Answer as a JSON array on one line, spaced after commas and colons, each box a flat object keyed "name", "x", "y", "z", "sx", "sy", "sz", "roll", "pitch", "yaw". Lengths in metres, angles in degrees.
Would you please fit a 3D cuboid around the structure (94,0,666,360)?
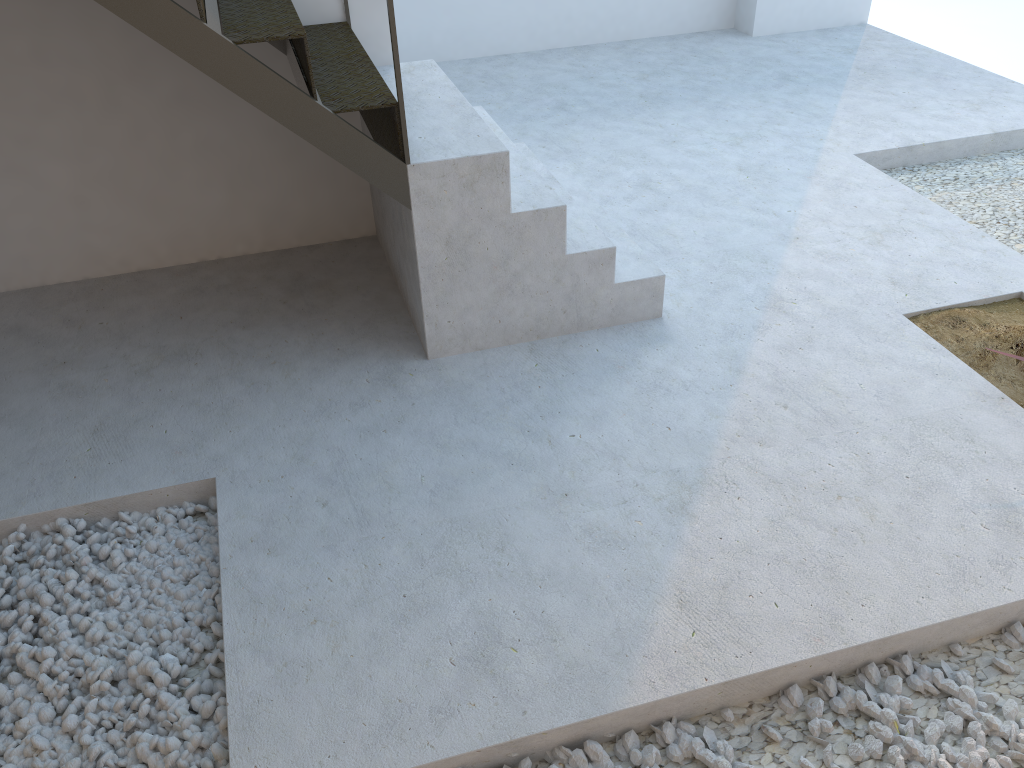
[{"name": "structure", "x": -2.776, "y": -1.608, "z": 1.988, "sx": 6.518, "sy": 4.135, "sz": 1.110, "roll": -11, "pitch": 38, "yaw": -11}]

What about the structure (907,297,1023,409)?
[{"name": "structure", "x": 1.944, "y": -0.067, "z": 2.994, "sx": 0.743, "sy": 0.306, "sz": 1.154, "roll": -12, "pitch": 37, "yaw": -12}]
